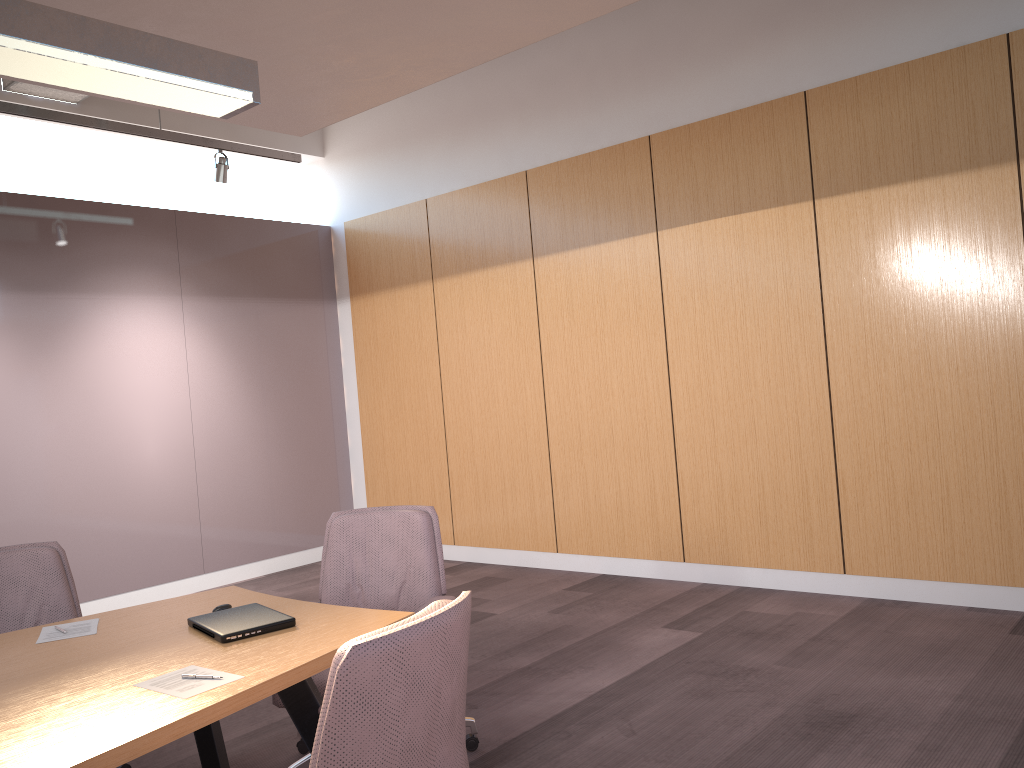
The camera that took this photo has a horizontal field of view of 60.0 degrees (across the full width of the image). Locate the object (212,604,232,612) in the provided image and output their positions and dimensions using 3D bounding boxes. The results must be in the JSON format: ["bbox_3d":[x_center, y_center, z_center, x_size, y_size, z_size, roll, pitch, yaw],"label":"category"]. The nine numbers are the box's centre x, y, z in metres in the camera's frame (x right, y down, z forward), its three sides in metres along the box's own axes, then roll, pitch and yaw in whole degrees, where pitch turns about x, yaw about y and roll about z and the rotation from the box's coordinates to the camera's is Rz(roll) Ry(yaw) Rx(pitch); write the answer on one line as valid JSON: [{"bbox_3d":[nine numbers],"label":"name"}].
[{"bbox_3d":[-0.967,0.746,2.956,0.039,0.019,0.070,-5,0,34],"label":"object"}]

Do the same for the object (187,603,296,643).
[{"bbox_3d":[-0.837,0.732,2.730,0.231,0.026,0.325,-5,0,-37],"label":"object"}]

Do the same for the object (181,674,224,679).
[{"bbox_3d":[-0.775,0.733,2.221,0.125,0.009,0.009,-5,0,19],"label":"object"}]

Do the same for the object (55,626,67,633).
[{"bbox_3d":[-1.458,0.791,2.861,0.009,0.009,0.125,-5,0,-42],"label":"object"}]

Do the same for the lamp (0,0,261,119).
[{"bbox_3d":[-3.213,-1.653,0.282,0.200,1.864,6.974,-5,0,40],"label":"lamp"}]

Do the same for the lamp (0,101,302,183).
[{"bbox_3d":[-3.271,-1.920,0.177,5.699,1.321,12.467,-5,0,40],"label":"lamp"}]

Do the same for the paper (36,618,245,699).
[{"bbox_3d":[-3.200,0.932,0.069,1.713,0.001,6.800,-5,0,41],"label":"paper"}]
